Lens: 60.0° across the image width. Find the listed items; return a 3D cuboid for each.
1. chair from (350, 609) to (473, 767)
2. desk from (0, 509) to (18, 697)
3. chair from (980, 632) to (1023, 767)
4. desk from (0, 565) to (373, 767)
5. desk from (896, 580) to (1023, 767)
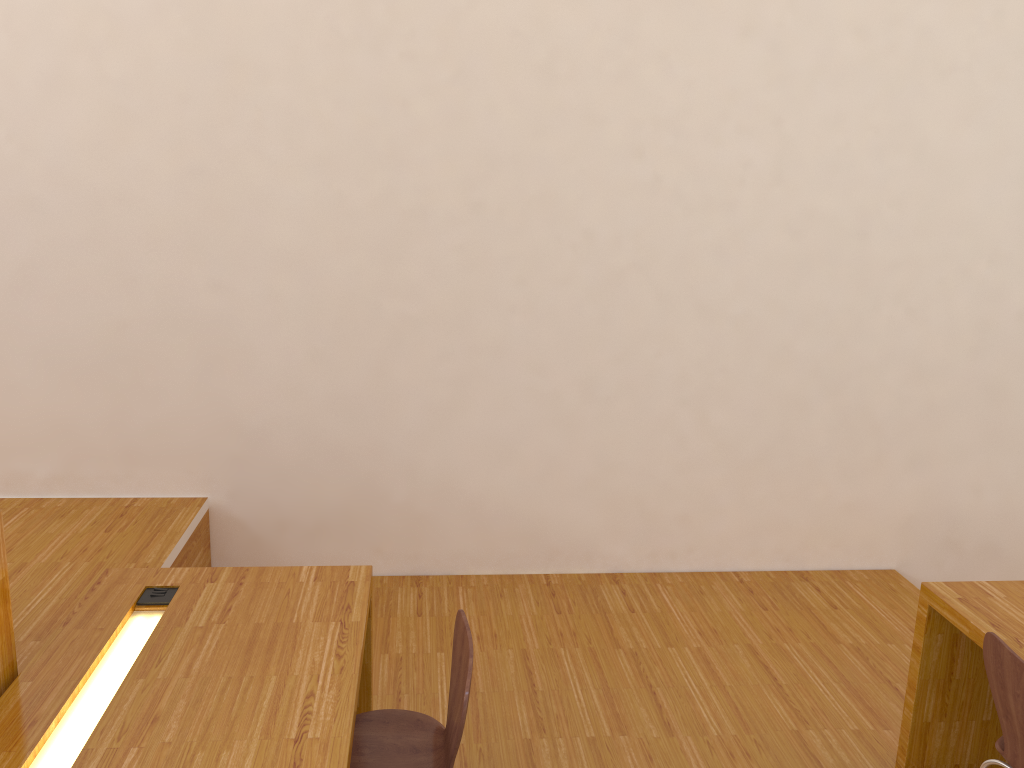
[{"bbox_3d":[-0.290,0.925,2.081,0.381,0.693,0.428,1,13,-6],"label":"chair"},{"bbox_3d":[-2.681,0.638,1.489,3.185,0.606,0.760,1,13,-6],"label":"desk"},{"bbox_3d":[1.343,0.977,2.091,0.381,0.693,0.428,1,13,-6],"label":"chair"},{"bbox_3d":[-0.643,1.177,1.113,0.760,0.606,3.185,1,13,-6],"label":"desk"},{"bbox_3d":[2.005,1.396,1.240,1.285,0.918,3.236,1,13,-6],"label":"desk"}]
